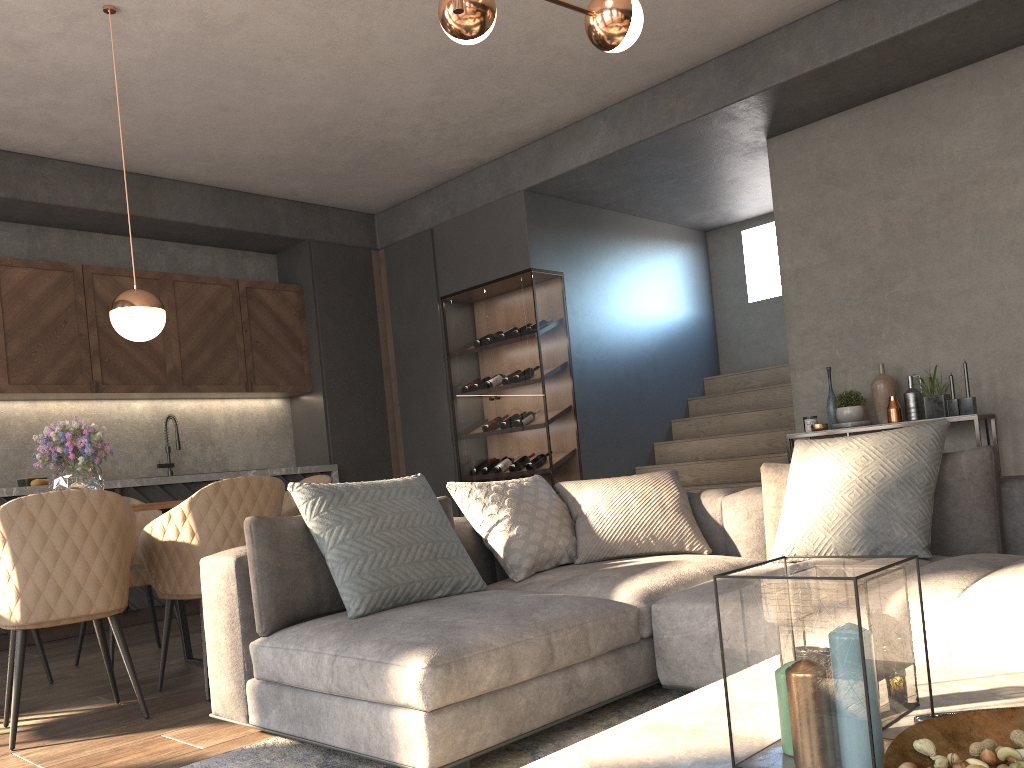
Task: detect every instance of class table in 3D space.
[{"bbox_3d":[-1.811,0.921,3.764,0.774,0.767,1.463,-9,-6,44],"label":"table"},{"bbox_3d":[2.222,0.643,5.168,1.107,0.819,0.299,-9,-4,44],"label":"table"},{"bbox_3d":[0.579,0.644,1.182,0.936,0.308,0.928,-11,-7,44],"label":"table"}]

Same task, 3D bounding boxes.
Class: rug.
[{"bbox_3d":[0.462,0.864,1.651,1.726,0.020,3.164,0,-8,-45],"label":"rug"}]

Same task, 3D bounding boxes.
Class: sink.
[{"bbox_3d":[-2.345,0.477,6.429,0.463,0.545,0.960,-8,-5,44],"label":"sink"}]

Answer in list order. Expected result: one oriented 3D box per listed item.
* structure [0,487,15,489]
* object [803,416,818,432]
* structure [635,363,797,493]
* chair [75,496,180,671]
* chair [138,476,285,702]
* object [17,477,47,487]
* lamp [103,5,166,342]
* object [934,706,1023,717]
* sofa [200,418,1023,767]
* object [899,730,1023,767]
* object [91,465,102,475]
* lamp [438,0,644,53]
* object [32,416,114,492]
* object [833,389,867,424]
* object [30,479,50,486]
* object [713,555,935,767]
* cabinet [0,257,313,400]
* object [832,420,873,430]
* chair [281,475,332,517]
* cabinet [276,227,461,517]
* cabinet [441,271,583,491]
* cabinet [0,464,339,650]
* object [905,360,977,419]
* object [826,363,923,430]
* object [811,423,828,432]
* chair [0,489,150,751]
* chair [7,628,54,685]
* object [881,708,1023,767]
[{"bbox_3d":[-3.360,0.669,5.343,0.508,0.017,0.609,-11,-8,44],"label":"structure"},{"bbox_3d":[1.855,0.250,5.482,0.084,0.098,0.084,-6,-3,2],"label":"object"},{"bbox_3d":[1.708,0.544,6.669,1.516,1.419,2.254,-9,-5,44],"label":"structure"},{"bbox_3d":[-1.941,0.969,4.436,0.513,0.834,0.553,-8,-3,44],"label":"chair"},{"bbox_3d":[-1.182,0.810,3.602,0.513,0.834,0.554,-7,-3,39],"label":"chair"},{"bbox_3d":[-3.106,0.641,5.721,0.117,0.068,0.157,-8,-6,29],"label":"object"},{"bbox_3d":[-1.775,-0.961,4.050,0.240,1.542,0.238,-6,-1,20],"label":"lamp"},{"bbox_3d":[0.679,0.484,1.283,0.181,0.012,0.046,-6,-5,6],"label":"object"},{"bbox_3d":[0.705,0.541,2.536,2.930,0.782,2.019,-11,-7,44],"label":"sofa"},{"bbox_3d":[0.591,0.424,0.945,0.325,0.072,0.277,-9,-7,33],"label":"object"},{"bbox_3d":[-2.868,0.608,5.954,0.153,0.137,0.136,-7,-3,17],"label":"object"},{"bbox_3d":[-0.309,-1.522,2.445,1.018,1.035,1.465,-7,-4,20],"label":"lamp"},{"bbox_3d":[-1.881,0.340,3.799,0.329,0.408,0.298,-6,-3,15],"label":"object"},{"bbox_3d":[2.027,0.148,5.288,0.196,0.227,0.187,-7,-3,23],"label":"object"},{"bbox_3d":[-2.981,0.633,5.638,0.071,0.054,0.303,-5,-6,-5],"label":"object"},{"bbox_3d":[0.423,0.374,1.191,0.198,0.260,0.199,-8,-4,44],"label":"object"},{"bbox_3d":[-2.950,-0.346,6.016,0.371,0.863,3.385,-7,-5,44],"label":"cabinet"},{"bbox_3d":[2.036,0.246,5.290,0.228,0.031,0.230,-1,-7,-40],"label":"object"},{"bbox_3d":[-1.152,0.888,4.399,0.508,0.834,0.558,-4,-3,-41],"label":"chair"},{"bbox_3d":[-0.992,0.207,7.343,1.209,2.750,1.183,-7,-2,44],"label":"cabinet"},{"bbox_3d":[-0.014,0.050,6.771,1.005,1.582,0.335,-8,-2,44],"label":"cabinet"},{"bbox_3d":[-2.721,1.137,5.918,0.604,0.947,3.385,-8,-5,44],"label":"cabinet"},{"bbox_3d":[2.385,0.023,4.953,0.315,0.337,0.403,-5,-4,-4],"label":"object"},{"bbox_3d":[2.112,0.054,5.241,0.565,0.389,0.224,-9,-4,40],"label":"object"},{"bbox_3d":[1.870,0.265,5.368,0.100,0.041,0.099,-10,-7,43],"label":"object"},{"bbox_3d":[-1.608,0.807,3.164,0.553,0.835,0.513,-4,-3,-36],"label":"chair"},{"bbox_3d":[-2.412,0.970,3.989,0.513,0.834,0.554,-7,-3,39],"label":"chair"},{"bbox_3d":[0.583,0.424,0.950,0.348,0.083,0.347,-8,-6,22],"label":"object"}]
